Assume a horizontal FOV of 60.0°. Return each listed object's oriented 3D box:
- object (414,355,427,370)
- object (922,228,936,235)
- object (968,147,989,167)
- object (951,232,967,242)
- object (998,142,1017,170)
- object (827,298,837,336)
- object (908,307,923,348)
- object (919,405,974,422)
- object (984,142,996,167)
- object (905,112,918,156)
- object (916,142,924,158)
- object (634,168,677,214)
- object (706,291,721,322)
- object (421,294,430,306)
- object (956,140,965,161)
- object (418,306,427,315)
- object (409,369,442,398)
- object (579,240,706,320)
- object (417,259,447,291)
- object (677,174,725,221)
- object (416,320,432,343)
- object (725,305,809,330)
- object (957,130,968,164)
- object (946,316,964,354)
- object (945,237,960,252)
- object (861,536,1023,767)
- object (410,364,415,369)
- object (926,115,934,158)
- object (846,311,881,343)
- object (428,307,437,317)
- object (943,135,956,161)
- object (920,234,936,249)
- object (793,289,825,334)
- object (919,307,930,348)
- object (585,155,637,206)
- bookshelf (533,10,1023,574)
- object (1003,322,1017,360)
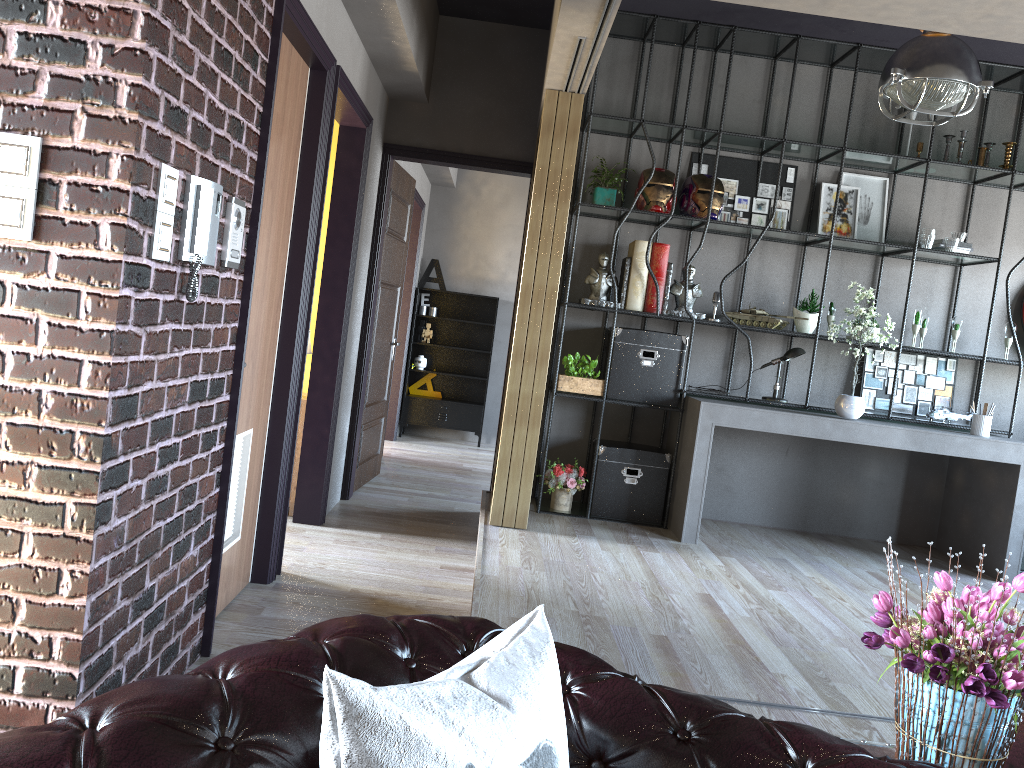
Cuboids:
[{"bbox_3d":[-1.030,-0.242,9.960,0.139,0.162,0.139,5,4,-36],"label":"object"},{"bbox_3d":[2.781,-0.958,5.940,0.087,0.155,0.087,8,3,11],"label":"object"},{"bbox_3d":[3.119,-1.489,5.890,0.190,0.152,0.189,9,4,21],"label":"object"},{"bbox_3d":[3.050,-0.998,6.060,0.103,0.068,0.103,7,4,-9],"label":"object"},{"bbox_3d":[3.301,-1.507,5.906,0.130,0.232,0.130,6,3,-24],"label":"object"},{"bbox_3d":[2.203,-0.457,6.134,0.113,0.273,0.113,5,4,-35],"label":"object"},{"bbox_3d":[2.684,-0.378,5.895,0.113,0.274,0.113,8,3,2],"label":"object"},{"bbox_3d":[2.972,0.204,6.072,0.379,0.111,0.351,10,4,31],"label":"object"},{"bbox_3d":[3.218,-1.524,6.002,0.084,0.232,0.084,6,3,-20],"label":"object"},{"bbox_3d":[2.737,-1.674,6.116,0.128,0.390,0.128,5,4,-33],"label":"object"},{"bbox_3d":[2.695,-1.531,5.870,0.135,0.129,0.135,6,4,-28],"label":"object"},{"bbox_3d":[0.963,-1.280,5.909,0.280,0.327,0.399,8,3,4],"label":"object"},{"bbox_3d":[1.348,-0.514,5.875,0.093,0.200,0.093,7,3,-6],"label":"object"},{"bbox_3d":[-0.983,-0.954,10.072,0.107,0.151,0.055,7,3,-1],"label":"object"},{"bbox_3d":[3.052,-1.545,6.047,0.080,0.226,0.080,6,4,-28],"label":"object"},{"bbox_3d":[-1.011,-0.832,10.035,0.095,0.101,0.095,9,4,21],"label":"object"},{"bbox_3d":[-0.972,-0.022,10.121,0.393,0.320,0.057,7,3,-1],"label":"object"},{"bbox_3d":[0.895,-0.711,5.967,0.833,0.466,0.290,7,3,-1],"label":"object"},{"bbox_3d":[-0.889,-1.243,10.055,0.343,0.344,0.057,7,3,-1],"label":"object"},{"bbox_3d":[1.279,-1.239,5.916,0.280,0.327,0.400,7,4,-11],"label":"object"},{"bbox_3d":[-0.984,-0.592,9.959,0.190,0.254,0.129,7,3,-3],"label":"object"},{"bbox_3d":[1.714,-0.459,5.997,0.578,0.170,0.206,10,4,34],"label":"object"},{"bbox_3d":[2.978,-1.552,5.875,0.100,0.243,0.100,8,3,8],"label":"object"},{"bbox_3d":[2.970,-0.330,5.940,0.113,0.246,0.113,8,3,17],"label":"object"},{"bbox_3d":[2.892,-0.909,5.840,0.092,0.099,0.093,4,5,-44],"label":"object"},{"bbox_3d":[0.873,0.564,1.733,0.349,0.483,0.352,9,4,29],"label":"object"},{"bbox_3d":[-1.111,-0.199,9.880,0.042,0.054,0.031,11,4,44],"label":"object"},{"bbox_3d":[2.849,-1.655,6.048,0.128,0.390,0.128,5,4,-42],"label":"object"},{"bbox_3d":[2.384,-0.391,5.971,0.235,0.212,0.235,11,5,44],"label":"object"},{"bbox_3d":[-0.897,-0.817,10.038,0.095,0.101,0.095,9,4,21],"label":"object"},{"bbox_3d":[2.918,-1.560,5.946,0.084,0.232,0.084,9,3,26],"label":"object"},{"bbox_3d":[2.731,-0.930,5.837,0.093,0.099,0.092,10,4,36],"label":"object"},{"bbox_3d":[1.989,-0.488,5.940,0.193,0.305,0.136,10,4,32],"label":"object"},{"bbox_3d":[2.874,-0.387,6.198,0.113,0.301,0.113,8,3,17],"label":"object"},{"bbox_3d":[0.623,-1.327,5.916,0.324,0.339,0.295,4,5,-45],"label":"object"},{"bbox_3d":[2.579,-0.501,6.019,4.483,3.280,0.527,7,3,-1],"label":"bookshelf"},{"bbox_3d":[3.401,-0.294,6.077,0.113,0.270,0.113,7,3,-13],"label":"object"}]
